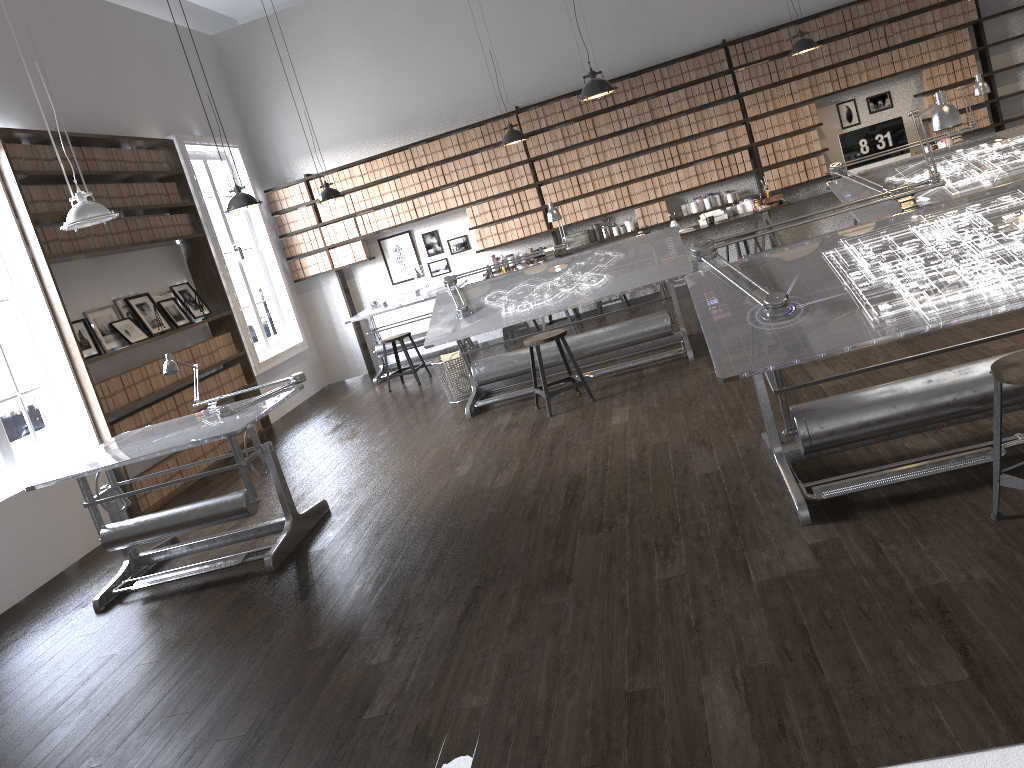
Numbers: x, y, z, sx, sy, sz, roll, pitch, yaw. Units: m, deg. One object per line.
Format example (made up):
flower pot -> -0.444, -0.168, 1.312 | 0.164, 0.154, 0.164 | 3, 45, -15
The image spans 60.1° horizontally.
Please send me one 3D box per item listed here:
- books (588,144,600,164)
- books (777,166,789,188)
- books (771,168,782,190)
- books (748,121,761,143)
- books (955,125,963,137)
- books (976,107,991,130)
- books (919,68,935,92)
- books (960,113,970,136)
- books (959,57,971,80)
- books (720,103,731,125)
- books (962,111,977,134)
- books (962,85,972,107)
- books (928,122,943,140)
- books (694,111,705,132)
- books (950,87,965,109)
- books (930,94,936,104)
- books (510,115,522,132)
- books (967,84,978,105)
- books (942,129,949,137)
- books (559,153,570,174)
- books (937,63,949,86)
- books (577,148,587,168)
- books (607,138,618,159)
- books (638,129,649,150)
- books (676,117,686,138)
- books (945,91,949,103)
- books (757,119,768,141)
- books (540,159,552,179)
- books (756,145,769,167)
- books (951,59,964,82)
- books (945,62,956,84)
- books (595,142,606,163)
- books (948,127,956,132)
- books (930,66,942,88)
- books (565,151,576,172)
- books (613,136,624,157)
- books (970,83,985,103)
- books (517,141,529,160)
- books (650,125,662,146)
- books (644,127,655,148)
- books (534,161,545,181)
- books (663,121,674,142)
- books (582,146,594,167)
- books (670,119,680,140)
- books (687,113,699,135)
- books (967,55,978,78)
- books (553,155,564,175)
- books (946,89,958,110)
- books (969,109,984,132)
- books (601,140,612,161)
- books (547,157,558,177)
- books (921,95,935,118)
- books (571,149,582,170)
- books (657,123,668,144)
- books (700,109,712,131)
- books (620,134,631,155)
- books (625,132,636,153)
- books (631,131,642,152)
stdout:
books -> 0.914, -2.549, 9.846 | 0.067, 0.224, 0.176 | -15, 9, 11
books -> 2.940, -2.246, 9.625 | 0.067, 0.224, 0.176 | -15, 9, 11
books -> 2.871, -2.228, 9.638 | 0.066, 0.224, 0.176 | -15, 9, 11
books -> 2.628, -2.727, 9.584 | 0.066, 0.224, 0.176 | -15, 9, 11
books -> 4.661, -2.701, 9.308 | 0.066, 0.224, 0.176 | -15, 9, 11
books -> 4.919, -2.768, 9.257 | 0.067, 0.224, 0.176 | -15, 9, 11
books -> 4.338, -3.177, 9.265 | 0.066, 0.224, 0.176 | -15, 9, 11
books -> 4.724, -2.717, 9.294 | 0.067, 0.224, 0.176 | -15, 9, 11
books -> 4.682, -3.268, 9.201 | 0.066, 0.224, 0.176 | -15, 9, 11
books -> 2.303, -2.915, 9.585 | 0.067, 0.224, 0.176 | -15, 9, 11
books -> 4.791, -2.736, 9.286 | 0.066, 0.224, 0.176 | -15, 9, 11
books -> 4.711, -2.995, 9.242 | 0.067, 0.224, 0.176 | -15, 9, 11
books -> 4.475, -2.652, 9.346 | 0.066, 0.224, 0.176 | -15, 9, 11
books -> 2.040, -2.846, 9.640 | 0.066, 0.224, 0.176 | -15, 9, 11
books -> 4.648, -2.978, 9.254 | 0.066, 0.224, 0.176 | -15, 9, 11
books -> 4.447, -2.927, 9.296 | 0.066, 0.224, 0.176 | -15, 9, 11
books -> 0.053, -2.882, 9.898 | 0.066, 0.224, 0.176 | -15, 9, 11
books -> 4.771, -3.012, 9.235 | 0.066, 0.224, 0.176 | -15, 9, 11
books -> 4.538, -2.668, 9.328 | 0.067, 0.224, 0.176 | -15, 9, 11
books -> 0.591, -2.464, 9.911 | 0.066, 0.224, 0.176 | -15, 9, 11
books -> 4.472, -3.212, 9.236 | 0.066, 0.224, 0.176 | -15, 9, 11
books -> 0.786, -2.516, 9.873 | 0.066, 0.224, 0.176 | -15, 9, 11
books -> 1.113, -2.602, 9.811 | 0.066, 0.224, 0.176 | -15, 9, 11
books -> 1.443, -2.688, 9.747 | 0.067, 0.224, 0.176 | -15, 9, 11
books -> 1.844, -2.795, 9.676 | 0.066, 0.224, 0.176 | -15, 9, 11
books -> 4.514, -2.944, 9.286 | 0.066, 0.224, 0.176 | -15, 9, 11
books -> 2.694, -2.744, 9.570 | 0.066, 0.224, 0.176 | -15, 9, 11
books -> 0.385, -2.409, 9.944 | 0.067, 0.224, 0.176 | -15, 9, 11
books -> 2.723, -2.472, 9.619 | 0.066, 0.224, 0.176 | -15, 9, 11
books -> 4.610, -3.248, 9.209 | 0.067, 0.224, 0.176 | -15, 9, 11
books -> 4.540, -3.231, 9.228 | 0.066, 0.224, 0.176 | -15, 9, 11
books -> 0.981, -2.567, 9.837 | 0.066, 0.224, 0.176 | -15, 9, 11
books -> 4.602, -2.686, 9.321 | 0.066, 0.224, 0.176 | -15, 9, 11
books -> 4.405, -3.195, 9.252 | 0.066, 0.224, 0.176 | -15, 9, 11
books -> 0.659, -2.482, 9.898 | 0.066, 0.224, 0.176 | -15, 9, 11
books -> 1.182, -2.619, 9.794 | 0.066, 0.224, 0.176 | -15, 9, 11
books -> 4.838, -3.030, 9.224 | 0.066, 0.224, 0.176 | -15, 9, 11
books -> 0.126, -2.620, 9.940 | 0.067, 0.224, 0.176 | -15, 9, 11
books -> 1.582, -2.725, 9.722 | 0.066, 0.224, 0.176 | -15, 9, 11
books -> 1.515, -2.708, 9.739 | 0.066, 0.224, 0.176 | -15, 9, 11
books -> 0.315, -2.392, 9.963 | 0.066, 0.224, 0.176 | -15, 9, 11
books -> 1.717, -2.761, 9.701 | 0.066, 0.224, 0.176 | -15, 9, 11
books -> 0.845, -2.531, 9.860 | 0.066, 0.224, 0.176 | -15, 9, 11
books -> 1.780, -2.777, 9.683 | 0.067, 0.224, 0.176 | -15, 9, 11
books -> 1.972, -2.828, 9.649 | 0.067, 0.224, 0.176 | -15, 9, 11
books -> 4.753, -3.287, 9.185 | 0.066, 0.224, 0.176 | -15, 9, 11
books -> 0.524, -2.446, 9.919 | 0.066, 0.224, 0.176 | -15, 9, 11
books -> 4.579, -2.961, 9.270 | 0.066, 0.224, 0.176 | -15, 9, 11
books -> 4.858, -2.754, 9.275 | 0.066, 0.224, 0.176 | -15, 9, 11
books -> 1.048, -2.585, 9.827 | 0.066, 0.224, 0.176 | -15, 9, 11
books -> 0.457, -2.429, 9.936 | 0.066, 0.224, 0.176 | -15, 9, 11
books -> 4.380, -2.908, 9.305 | 0.067, 0.224, 0.176 | -15, 9, 11
books -> 0.722, -2.498, 9.880 | 0.067, 0.224, 0.176 | -15, 9, 11
books -> 1.650, -2.744, 9.713 | 0.066, 0.224, 0.176 | -15, 9, 11
books -> 2.106, -2.864, 9.629 | 0.066, 0.224, 0.176 | -15, 9, 11
books -> 1.250, -2.637, 9.782 | 0.067, 0.224, 0.176 | -15, 9, 11
books -> 1.311, -2.654, 9.775 | 0.066, 0.224, 0.176 | -15, 9, 11
books -> 1.374, -2.671, 9.765 | 0.066, 0.224, 0.176 | -15, 9, 11
